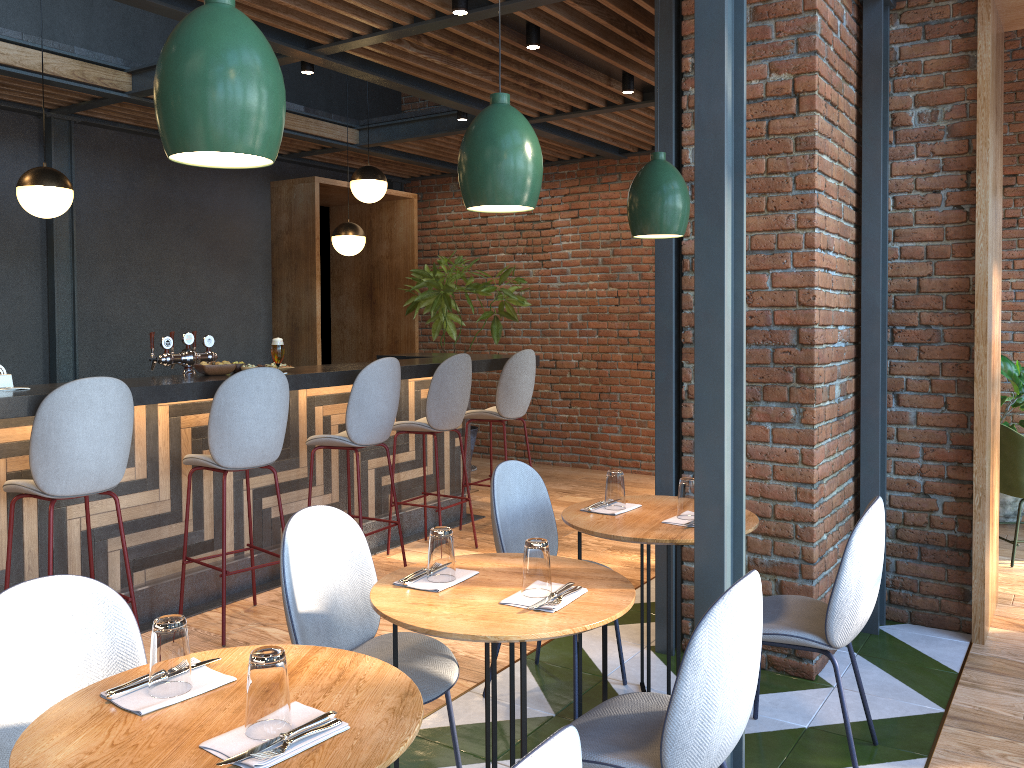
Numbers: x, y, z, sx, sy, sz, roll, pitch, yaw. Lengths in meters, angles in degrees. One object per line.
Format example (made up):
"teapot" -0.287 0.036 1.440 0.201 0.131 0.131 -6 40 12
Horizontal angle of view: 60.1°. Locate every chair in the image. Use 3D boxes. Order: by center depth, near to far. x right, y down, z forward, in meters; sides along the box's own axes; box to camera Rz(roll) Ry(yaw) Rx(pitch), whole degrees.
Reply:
"chair" -0.151 0.925 1.350 0.508 0.886 0.419 1 3 34
"chair" -0.879 0.889 1.865 0.508 0.886 0.419 2 3 39
"chair" 0.335 0.861 2.129 0.508 0.886 0.419 1 3 34
"chair" -0.416 0.827 2.626 0.508 0.886 0.419 1 3 29
"chair" 0.957 0.796 2.932 0.508 0.886 0.419 1 3 29
"chair" 0.176 0.760 3.449 0.508 0.886 0.419 1 3 34
"chair" -1.799 0.582 3.600 0.508 1.241 0.419 1 3 39
"chair" -1.313 0.531 4.216 0.508 1.241 0.418 2 3 44
"chair" -0.861 0.470 4.832 0.508 1.241 0.419 1 2 29
"chair" 3.121 0.627 5.385 0.515 0.817 0.640 0 3 -3
"chair" -0.503 0.426 5.512 0.508 1.241 0.419 1 2 31
"chair" -0.091 0.376 6.117 0.508 1.241 0.419 1 2 33

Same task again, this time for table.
"table" -0.510 0.976 1.621 0.700 0.746 0.700 2 4 43
"table" -0.023 0.915 2.366 0.699 0.746 0.701 -1 3 -15
"table" 0.532 0.846 3.214 0.699 0.746 0.701 -1 3 -10

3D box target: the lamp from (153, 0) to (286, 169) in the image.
"lamp" -0.523 -1.407 1.552 0.224 2.019 0.224 1 2 37

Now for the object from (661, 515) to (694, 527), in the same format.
"object" 0.634 0.471 3.106 0.157 0.019 0.243 3 6 37

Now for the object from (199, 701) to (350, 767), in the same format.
"object" -0.413 0.600 1.517 0.157 0.019 0.243 3 6 38

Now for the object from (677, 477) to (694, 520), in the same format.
"object" 0.622 0.403 3.127 0.080 0.138 0.080 1 3 20

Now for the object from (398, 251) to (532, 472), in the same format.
"object" -0.512 -0.228 8.436 1.517 2.093 1.084 2 3 38

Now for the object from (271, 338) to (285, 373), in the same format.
"object" -1.208 -0.149 4.568 0.070 0.182 0.070 -2 3 -36

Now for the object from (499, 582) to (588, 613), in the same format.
"object" 0.078 0.539 2.265 0.157 0.019 0.243 2 5 30

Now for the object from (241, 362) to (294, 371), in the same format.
"object" -1.312 -0.087 4.659 0.164 0.052 0.292 3 6 42

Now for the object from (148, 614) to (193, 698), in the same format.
"object" -0.659 0.521 1.707 0.080 0.138 0.080 0 2 1

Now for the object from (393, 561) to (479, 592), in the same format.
"object" -0.202 0.527 2.449 0.157 0.019 0.243 2 5 30

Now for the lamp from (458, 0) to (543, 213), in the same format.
"lamp" -0.036 -1.468 2.297 0.224 2.019 0.224 1 2 37

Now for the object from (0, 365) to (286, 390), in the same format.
"object" -1.721 -0.065 4.067 0.322 0.106 1.512 3 5 36

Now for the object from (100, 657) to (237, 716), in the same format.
"object" -0.663 0.584 1.740 0.157 0.019 0.243 3 6 38

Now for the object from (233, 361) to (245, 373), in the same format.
"object" -1.450 -0.088 4.638 0.078 0.060 0.108 3 5 41

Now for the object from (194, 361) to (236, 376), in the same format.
"object" -1.499 -0.082 4.472 0.168 0.072 0.168 -3 5 -37

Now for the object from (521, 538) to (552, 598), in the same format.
"object" 0.064 0.472 2.286 0.080 0.138 0.080 2 3 43

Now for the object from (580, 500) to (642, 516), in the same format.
"object" 0.377 0.456 3.321 0.157 0.019 0.243 3 6 37

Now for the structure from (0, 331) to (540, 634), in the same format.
"structure" -2.318 0.379 5.270 2.918 1.394 4.928 2 5 33

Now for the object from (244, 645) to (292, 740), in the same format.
"object" -0.424 0.532 1.539 0.080 0.138 0.080 0 2 11

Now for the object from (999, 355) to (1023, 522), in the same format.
"object" 3.458 0.373 6.208 0.633 1.194 0.715 -1 2 -7

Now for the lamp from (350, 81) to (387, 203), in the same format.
"lamp" -1.056 -3.215 6.420 0.268 3.788 0.268 1 2 43

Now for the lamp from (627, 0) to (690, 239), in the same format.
"lamp" 0.519 -1.537 3.144 0.224 2.019 0.224 1 2 37

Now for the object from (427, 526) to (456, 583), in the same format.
"object" -0.193 0.463 2.417 0.080 0.138 0.080 -1 2 -17

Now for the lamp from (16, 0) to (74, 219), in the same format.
"lamp" -2.466 -2.766 4.610 0.268 3.788 0.268 0 2 24

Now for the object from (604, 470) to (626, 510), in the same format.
"object" 0.383 0.392 3.288 0.080 0.138 0.080 -1 3 -20

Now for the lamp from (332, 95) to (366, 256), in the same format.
"lamp" -1.317 -2.918 7.040 0.268 3.788 0.268 -2 2 -36
